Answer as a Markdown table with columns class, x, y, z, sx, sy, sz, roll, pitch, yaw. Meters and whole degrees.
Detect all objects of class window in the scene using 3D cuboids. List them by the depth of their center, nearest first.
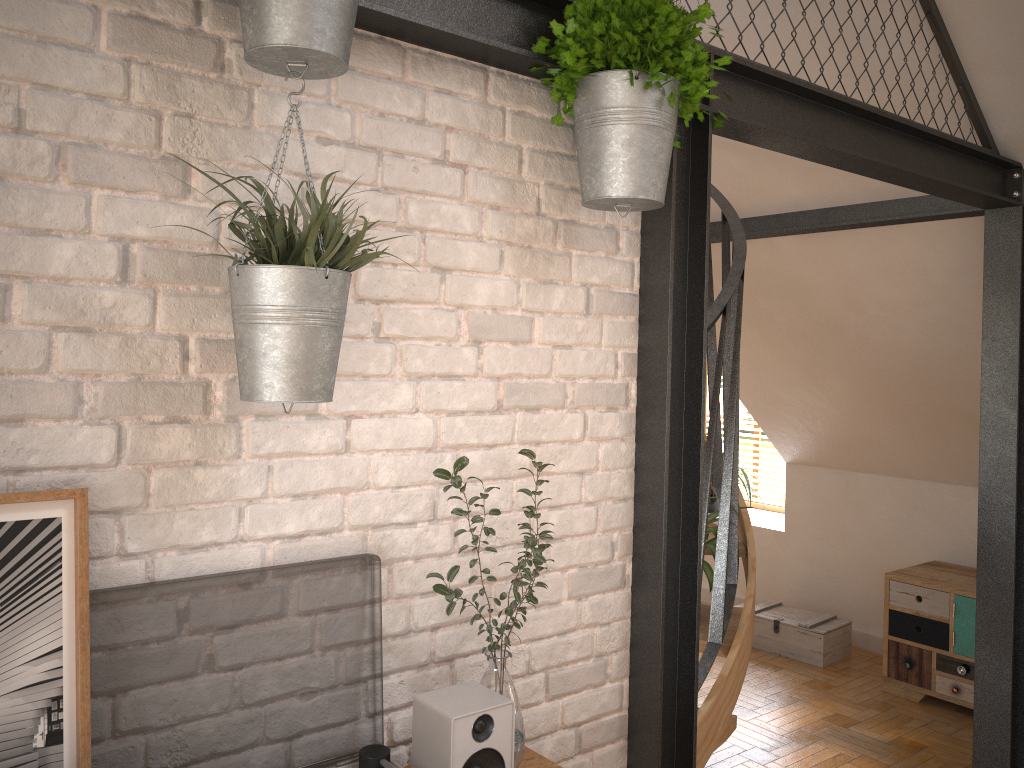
| class | x | y | z | sx | sy | sz | roll | pitch | yaw |
| --- | --- | --- | --- | --- | --- | --- | --- | --- | --- |
| window | 0.539 | -0.517 | 1.806 | 8.626 | 4.467 | 7.789 | 1 | 2 | -39 |

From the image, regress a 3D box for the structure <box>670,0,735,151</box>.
| class | x | y | z | sx | sy | sz | roll | pitch | yaw |
| --- | --- | --- | --- | --- | --- | --- | --- | --- | --- |
| structure | 0.244 | -1.445 | 2.042 | 1.304 | 1.871 | 0.458 | 1 | 0 | -42 |

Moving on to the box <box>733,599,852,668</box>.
| class | x | y | z | sx | sy | sz | roll | pitch | yaw |
| --- | --- | --- | --- | --- | --- | --- | --- | --- | --- |
| box | 1.696 | 1.513 | 5.450 | 0.376 | 0.218 | 0.642 | 0 | 2 | -44 |

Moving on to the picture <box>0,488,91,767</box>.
| class | x | y | z | sx | sy | sz | roll | pitch | yaw |
| --- | --- | --- | --- | --- | --- | --- | --- | --- | --- |
| picture | -0.771 | 0.443 | 1.150 | 0.410 | 0.576 | 0.126 | 1 | 0 | -39 |

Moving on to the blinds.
| class | x | y | z | sx | sy | sz | roll | pitch | yaw |
| --- | --- | --- | --- | --- | --- | --- | --- | --- | --- |
| blinds | 1.829 | 0.156 | 6.875 | 0.069 | 1.485 | 1.431 | 2 | 0 | -39 |

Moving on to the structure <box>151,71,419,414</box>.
| class | x | y | z | sx | sy | sz | roll | pitch | yaw |
| --- | --- | --- | --- | --- | --- | --- | --- | --- | --- |
| structure | -0.367 | -0.221 | 1.383 | 0.359 | 0.535 | 0.385 | 1 | 0 | -29 |

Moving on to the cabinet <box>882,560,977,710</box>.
| class | x | y | z | sx | sy | sz | roll | pitch | yaw |
| --- | --- | --- | --- | --- | --- | --- | --- | --- | --- |
| cabinet | 2.755 | 1.373 | 4.250 | 0.596 | 0.634 | 1.759 | 1 | 2 | -39 |

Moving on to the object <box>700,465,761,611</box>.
| class | x | y | z | sx | sy | sz | roll | pitch | yaw |
| --- | --- | --- | --- | --- | --- | --- | --- | --- | --- |
| object | 0.535 | 0.490 | 2.983 | 0.457 | 0.592 | 0.528 | 2 | 1 | 39 |

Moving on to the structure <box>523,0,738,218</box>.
| class | x | y | z | sx | sy | sz | roll | pitch | yaw |
| --- | --- | --- | --- | --- | --- | --- | --- | --- | --- |
| structure | 0.245 | -0.671 | 1.834 | 0.437 | 0.653 | 0.423 | 2 | 0 | -9 |

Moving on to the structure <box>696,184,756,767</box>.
| class | x | y | z | sx | sy | sz | roll | pitch | yaw |
| --- | --- | --- | --- | --- | --- | --- | --- | --- | --- |
| structure | 0.036 | -0.239 | 3.384 | 1.627 | 3.819 | 2.249 | 2 | 0 | -24 |

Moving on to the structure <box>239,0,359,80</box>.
| class | x | y | z | sx | sy | sz | roll | pitch | yaw |
| --- | --- | --- | --- | --- | --- | --- | --- | --- | --- |
| structure | -0.353 | -0.779 | 1.372 | 0.348 | 0.607 | 0.384 | 2 | 0 | 14 |

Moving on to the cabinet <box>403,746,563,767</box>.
| class | x | y | z | sx | sy | sz | roll | pitch | yaw |
| --- | --- | --- | --- | --- | --- | --- | --- | --- | --- |
| cabinet | -0.376 | 1.220 | 1.264 | 1.264 | 0.964 | 0.456 | 1 | 0 | -39 |

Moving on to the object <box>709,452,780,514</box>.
| class | x | y | z | sx | sy | sz | roll | pitch | yaw |
| --- | --- | --- | --- | --- | --- | --- | --- | --- | --- |
| object | 1.531 | 0.667 | 6.682 | 1.017 | 0.584 | 0.922 | 1 | 1 | -21 |

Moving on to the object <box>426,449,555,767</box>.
| class | x | y | z | sx | sy | sz | roll | pitch | yaw |
| --- | --- | --- | --- | --- | --- | --- | --- | --- | --- |
| object | -0.006 | 0.426 | 1.634 | 0.295 | 0.621 | 0.290 | 2 | 0 | -24 |

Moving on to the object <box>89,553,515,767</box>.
| class | x | y | z | sx | sy | sz | roll | pitch | yaw |
| --- | --- | --- | --- | --- | --- | --- | --- | --- | --- |
| object | -0.338 | 0.529 | 1.341 | 0.786 | 0.415 | 0.415 | 1 | 1 | -39 |
